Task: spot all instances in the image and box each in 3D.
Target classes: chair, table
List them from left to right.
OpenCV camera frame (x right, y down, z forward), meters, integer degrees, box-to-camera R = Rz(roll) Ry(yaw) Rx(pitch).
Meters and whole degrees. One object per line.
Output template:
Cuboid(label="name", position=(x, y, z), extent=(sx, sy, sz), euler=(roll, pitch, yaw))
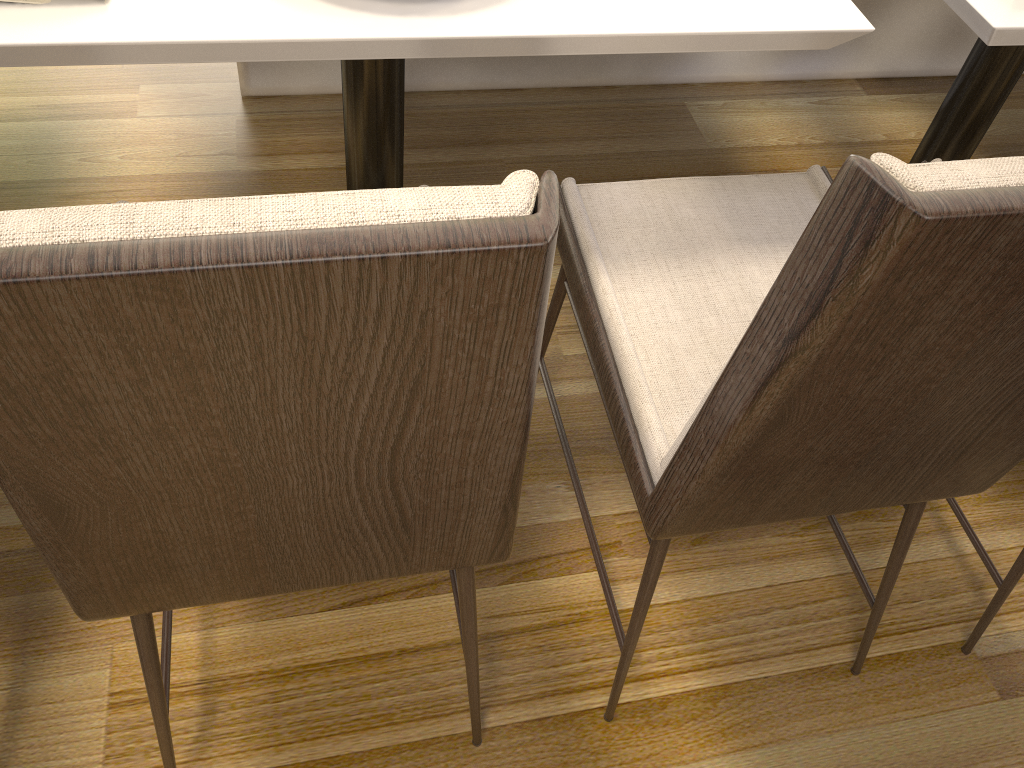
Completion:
Cuboid(label="chair", position=(-0.240, -0.002, 0.963), extent=(0.412, 0.887, 0.577), euler=(-5, 52, -12))
Cuboid(label="table", position=(-0.225, -0.475, 1.446), extent=(1.011, 0.745, 0.954), euler=(-6, 52, -12))
Cuboid(label="chair", position=(0.306, -0.057, 1.080), extent=(0.412, 0.887, 0.577), euler=(-5, 52, -12))
Cuboid(label="table", position=(0.906, -0.589, 1.690), extent=(1.011, 0.745, 0.954), euler=(-6, 52, -12))
Cuboid(label="chair", position=(0.855, -0.112, 1.199), extent=(0.412, 0.887, 0.577), euler=(-5, 52, -12))

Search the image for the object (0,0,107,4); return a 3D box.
Cuboid(label="object", position=(-0.484, -0.470, 0.913), extent=(0.143, 0.032, 0.278), euler=(-5, 52, -12))

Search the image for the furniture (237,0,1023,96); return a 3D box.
Cuboid(label="furniture", position=(1.178, -1.326, 2.118), extent=(4.478, 1.075, 0.723), euler=(-6, 52, -12))
